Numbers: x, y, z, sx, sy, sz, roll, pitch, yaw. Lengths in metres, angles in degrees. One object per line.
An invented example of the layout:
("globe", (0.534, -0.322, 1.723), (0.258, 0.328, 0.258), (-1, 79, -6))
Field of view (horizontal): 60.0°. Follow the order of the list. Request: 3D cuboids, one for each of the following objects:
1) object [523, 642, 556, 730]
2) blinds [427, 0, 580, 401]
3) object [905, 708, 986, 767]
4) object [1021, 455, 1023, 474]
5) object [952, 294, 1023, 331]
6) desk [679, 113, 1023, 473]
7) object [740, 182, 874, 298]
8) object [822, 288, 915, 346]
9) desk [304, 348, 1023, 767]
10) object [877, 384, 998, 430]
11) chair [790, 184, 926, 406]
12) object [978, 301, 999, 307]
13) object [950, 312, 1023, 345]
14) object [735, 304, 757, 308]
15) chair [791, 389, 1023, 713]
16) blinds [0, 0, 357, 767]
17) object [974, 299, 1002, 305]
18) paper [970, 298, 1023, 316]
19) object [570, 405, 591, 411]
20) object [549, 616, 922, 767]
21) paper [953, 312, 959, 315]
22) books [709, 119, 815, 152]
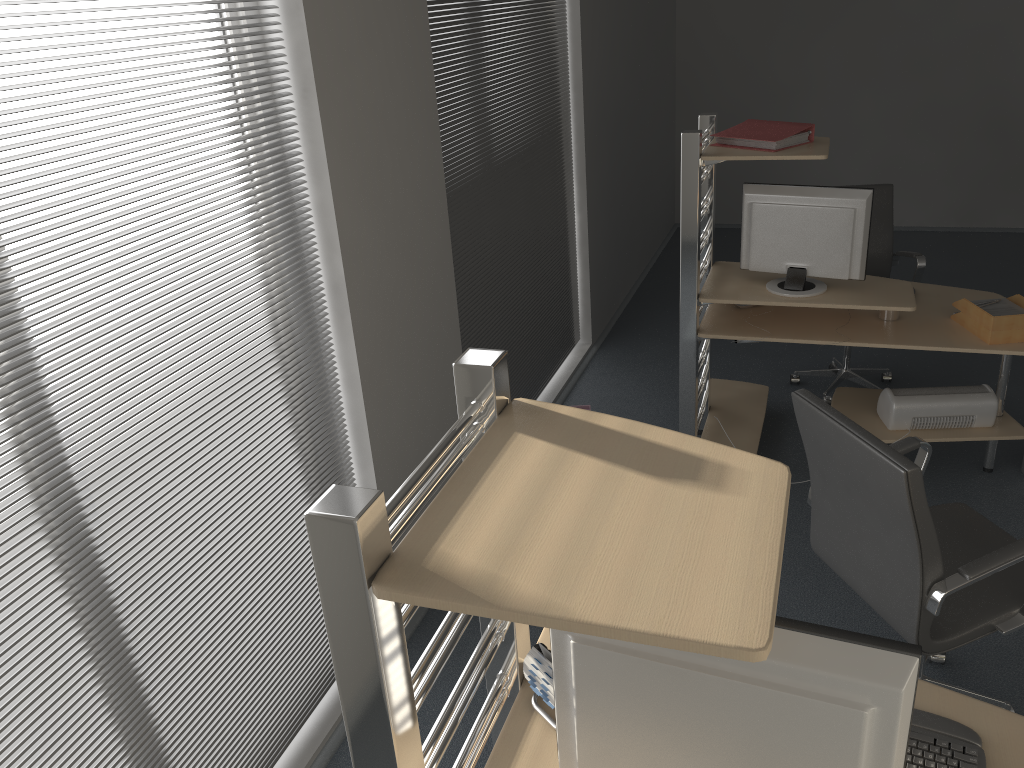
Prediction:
("object", (0.088, 0.547, 1.626), (0.093, 0.135, 0.154), (-19, 28, -29))
("blinds", (0.005, -1.150, 4.178), (0.022, 2.770, 1.950), (4, 25, 19))
("object", (0.537, 0.820, 1.524), (0.478, 0.082, 0.814), (8, 27, 26))
("object", (2.363, 0.231, 3.859), (0.208, 0.377, 0.208), (-15, 26, -23))
("object", (1.955, -0.302, 3.553), (0.225, 0.060, 0.309), (-4, 24, 0))
("desk", (1.561, -0.405, 3.942), (1.469, 1.566, 0.967), (4, 25, 19))
("object", (1.174, -0.596, 3.657), (0.516, 0.418, 0.245), (16, 31, 38))
("object", (1.478, -0.305, 3.883), (0.478, 0.082, 0.814), (8, 27, 26))
("desk", (0.651, 0.730, 1.556), (1.469, 1.566, 0.967), (4, 25, 19))
("object", (1.832, 0.057, 3.890), (0.438, 0.162, 0.351), (-2, 24, 5))
("chair", (1.777, -0.450, 4.644), (0.584, 1.048, 0.652), (-1, 24, 7))
("object", (1.937, -0.325, 3.628), (0.159, 0.009, 0.008), (-15, 26, -22))
("object", (1.959, -0.250, 3.576), (0.225, 0.060, 0.309), (-4, 24, 0))
("object", (1.084, -0.387, 4.026), (0.159, 0.064, 0.054), (-9, 24, -11))
("chair", (1.193, 0.530, 2.548), (0.652, 1.048, 0.584), (-10, 25, -12))
("blinds", (-0.906, -0.013, 1.785), (0.037, 2.749, 1.950), (4, 25, 19))
("object", (1.953, -0.336, 3.651), (0.159, 0.009, 0.008), (-11, 25, -14))
("paper", (1.956, -0.287, 3.561), (0.210, 0.010, 0.297), (-4, 24, 0))
("object", (0.278, 0.241, 4.414), (0.245, 0.202, 0.185), (-3, 24, 3))
("object", (0.273, 0.529, 1.289), (0.516, 0.418, 0.245), (12, 29, 32))
("paper", (1.959, -0.240, 3.582), (0.210, 0.019, 0.297), (-4, 24, 0))
("books", (1.015, -1.015, 3.610), (0.262, 0.072, 0.320), (-21, 29, -33))
